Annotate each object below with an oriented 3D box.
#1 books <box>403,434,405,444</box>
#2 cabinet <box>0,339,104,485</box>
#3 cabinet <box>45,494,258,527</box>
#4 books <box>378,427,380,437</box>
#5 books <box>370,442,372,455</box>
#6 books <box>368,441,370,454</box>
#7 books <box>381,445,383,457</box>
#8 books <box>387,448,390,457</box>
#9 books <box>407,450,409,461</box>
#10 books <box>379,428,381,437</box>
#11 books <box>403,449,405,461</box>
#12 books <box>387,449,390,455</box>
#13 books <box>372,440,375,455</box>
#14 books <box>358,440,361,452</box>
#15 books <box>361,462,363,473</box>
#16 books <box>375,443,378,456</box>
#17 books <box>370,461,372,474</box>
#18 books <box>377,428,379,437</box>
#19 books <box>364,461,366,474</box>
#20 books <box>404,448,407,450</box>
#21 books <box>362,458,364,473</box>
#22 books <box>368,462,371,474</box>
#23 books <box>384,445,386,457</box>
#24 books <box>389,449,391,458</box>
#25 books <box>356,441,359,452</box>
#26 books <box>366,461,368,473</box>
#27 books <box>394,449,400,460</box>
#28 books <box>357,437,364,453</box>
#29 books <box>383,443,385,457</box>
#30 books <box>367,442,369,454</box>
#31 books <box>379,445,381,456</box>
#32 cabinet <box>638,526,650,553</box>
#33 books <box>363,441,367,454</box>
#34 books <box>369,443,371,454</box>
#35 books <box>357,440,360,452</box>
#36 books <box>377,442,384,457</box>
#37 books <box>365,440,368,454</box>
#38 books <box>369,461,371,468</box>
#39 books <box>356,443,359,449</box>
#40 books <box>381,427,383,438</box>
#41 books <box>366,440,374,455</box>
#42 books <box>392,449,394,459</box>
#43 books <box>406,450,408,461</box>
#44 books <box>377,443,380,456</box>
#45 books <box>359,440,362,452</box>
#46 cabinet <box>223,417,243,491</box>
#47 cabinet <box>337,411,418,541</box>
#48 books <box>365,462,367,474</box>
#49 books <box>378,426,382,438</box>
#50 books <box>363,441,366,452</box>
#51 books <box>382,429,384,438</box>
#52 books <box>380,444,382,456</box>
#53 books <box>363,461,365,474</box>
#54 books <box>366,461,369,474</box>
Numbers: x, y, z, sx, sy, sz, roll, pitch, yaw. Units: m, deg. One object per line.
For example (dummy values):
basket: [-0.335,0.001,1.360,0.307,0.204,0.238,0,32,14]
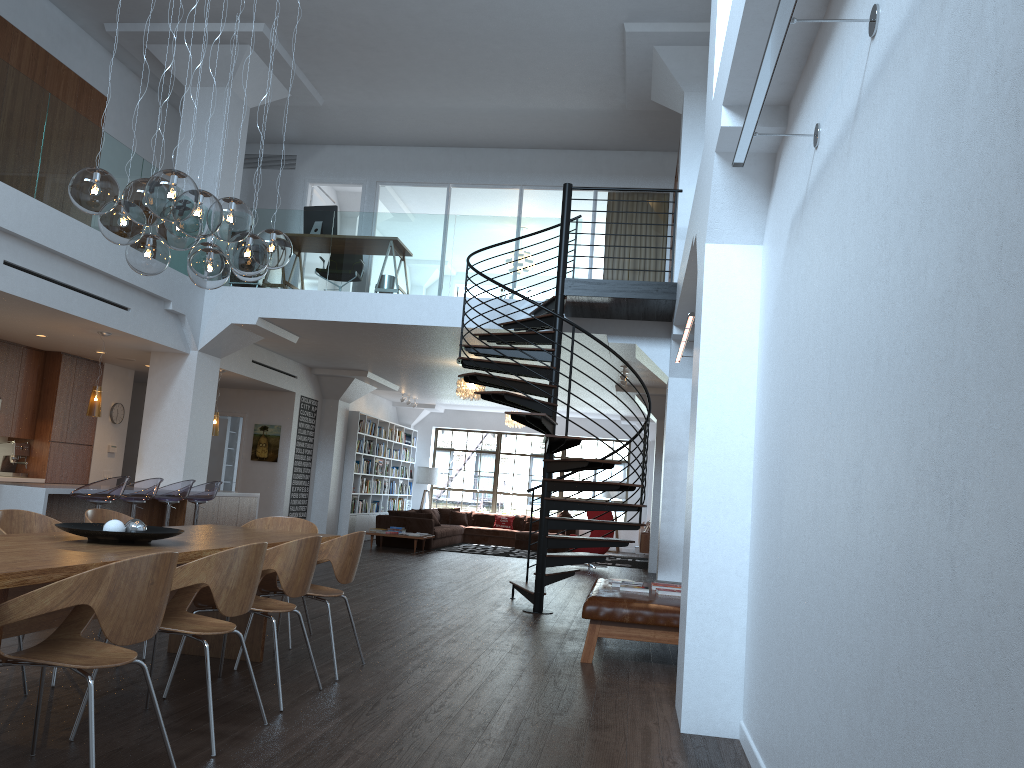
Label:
books: [-2.477,1.215,19.752,0.161,0.223,0.032,3,-7,8]
cabinet: [-6.430,0.575,9.647,0.598,2.499,5.299,3,-7,8]
cabinet: [-4.313,1.650,10.151,0.898,0.796,4.493,3,-7,8]
books: [-2.736,0.972,17.844,0.146,0.202,0.027,3,-7,8]
books: [-2.835,1.259,17.346,0.174,0.240,0.054,3,-7,8]
books: [-2.860,1.237,17.237,0.183,0.253,0.042,3,-7,8]
books: [-2.728,1.359,18.090,0.174,0.239,0.045,3,-7,8]
books: [-2.649,1.460,18.699,0.146,0.202,0.027,3,-7,8]
books: [-2.449,1.631,20.174,0.183,0.253,0.034,3,-7,8]
books: [-2.729,0.983,17.925,0.146,0.202,0.027,3,-7,8]
books: [-2.492,1.582,19.804,0.183,0.253,0.034,3,-7,8]
books: [-2.648,1.461,18.666,0.139,0.191,0.036,3,-7,8]
books: [-2.812,1.256,17.512,0.176,0.291,0.053,3,-7,8]
books: [-2.930,1.160,16.574,0.172,0.235,0.112,3,-7,8]
books: [-2.933,1.548,16.830,0.197,0.283,0.065,3,-7,8]
books: [-2.778,1.297,17.674,0.182,0.253,0.034,3,-7,8]
books: [-2.841,1.638,17.376,0.182,0.253,0.034,3,-7,8]
books: [-2.748,0.970,17.785,0.139,0.191,0.036,3,-7,8]
books: [-2.902,1.592,17.012,0.170,0.245,0.057,3,-7,8]
books: [-2.463,1.593,20.032,0.176,0.290,0.036,3,-7,8]
books: [-2.920,1.553,16.889,0.176,0.290,0.053,3,-7,8]
books: [-2.856,1.634,17.303,0.174,0.239,0.045,3,-7,8]
books: [-2.695,1.382,18.297,0.159,0.250,0.026,3,-7,8]
books: [-2.637,1.464,18.724,0.146,0.202,0.027,3,-7,8]
books: [-2.946,1.160,16.513,0.161,0.218,0.101,3,-7,8]
books: [-2.897,1.609,17.175,0.182,0.253,0.034,3,-7,8]
books: [-2.546,1.544,19.447,0.140,0.231,0.042,3,-7,8]
books: [-2.902,1.154,16.734,0.176,0.290,0.053,3,-7,8]
books: [-2.717,1.354,18.229,0.197,0.283,0.065,3,-7,8]
books: [-2.866,1.232,17.164,0.171,0.246,0.039,3,-7,8]
books: [-2.747,1.348,17.945,0.161,0.223,0.026,3,-7,8]
cabinet: [2.755,3.060,17.574,0.459,0.350,4.501,3,-7,8]
books: [-2.888,1.206,17.002,0.183,0.253,0.042,3,-7,8]
books: [-2.841,1.258,17.270,0.161,0.223,0.032,3,-7,8]
books: [-2.937,1.157,16.542,0.152,0.232,0.104,3,-7,8]
books: [-2.721,1.344,18.169,0.176,0.290,0.053,3,-7,8]
books: [-2.882,1.214,17.088,0.180,0.259,0.042,3,-7,8]
books: [-2.857,1.633,17.344,0.182,0.253,0.034,3,-7,8]
books: [-2.952,1.168,16.433,0.161,0.182,0.170,3,-7,8]
books: [-2.719,0.988,18.060,0.158,0.226,0.052,3,-7,8]
books: [-2.836,1.251,17.463,0.198,0.284,0.049,3,-7,8]
books: [-2.605,1.494,18.952,0.146,0.202,0.027,3,-7,8]
books: [-2.457,1.615,20.077,0.180,0.259,0.060,3,-7,8]
books: [-2.760,1.320,17.846,0.182,0.253,0.034,3,-7,8]
books: [-2.923,1.167,16.656,0.174,0.242,0.105,3,-7,8]
cabinet: [-5.550,1.202,16.203,0.527,2.991,2.630,3,-7,8]
cabinet: [-2.830,1.982,18.488,0.461,2.414,4.500,3,-7,8]
books: [-2.887,1.612,17.076,0.161,0.223,0.027,3,-7,8]
books: [-2.721,0.979,18.011,0.140,0.231,0.042,3,-7,8]
books: [-2.902,1.204,16.913,0.174,0.236,0.142,3,-7,9]
books: [-2.701,1.017,18.144,0.139,0.191,0.036,3,-7,8]
books: [-2.738,1.349,18.040,0.170,0.245,0.057,3,-7,8]
books: [-2.906,1.588,16.961,0.174,0.239,0.045,3,-7,8]
books: [-2.870,1.614,17.205,0.182,0.253,0.034,3,-7,8]
